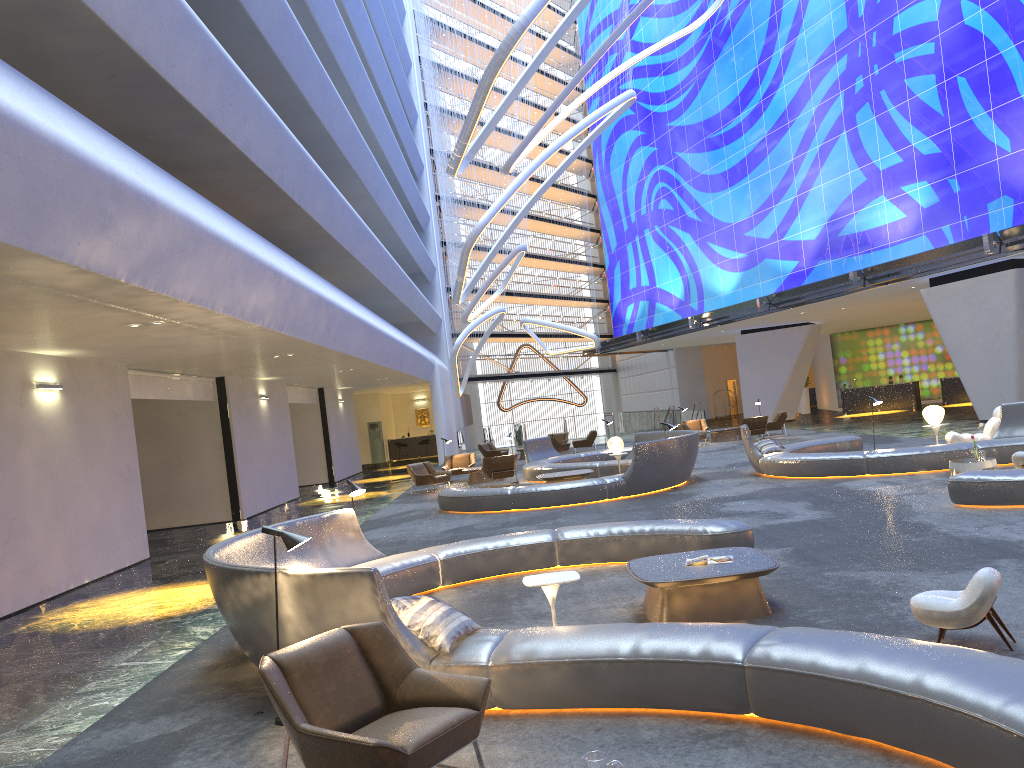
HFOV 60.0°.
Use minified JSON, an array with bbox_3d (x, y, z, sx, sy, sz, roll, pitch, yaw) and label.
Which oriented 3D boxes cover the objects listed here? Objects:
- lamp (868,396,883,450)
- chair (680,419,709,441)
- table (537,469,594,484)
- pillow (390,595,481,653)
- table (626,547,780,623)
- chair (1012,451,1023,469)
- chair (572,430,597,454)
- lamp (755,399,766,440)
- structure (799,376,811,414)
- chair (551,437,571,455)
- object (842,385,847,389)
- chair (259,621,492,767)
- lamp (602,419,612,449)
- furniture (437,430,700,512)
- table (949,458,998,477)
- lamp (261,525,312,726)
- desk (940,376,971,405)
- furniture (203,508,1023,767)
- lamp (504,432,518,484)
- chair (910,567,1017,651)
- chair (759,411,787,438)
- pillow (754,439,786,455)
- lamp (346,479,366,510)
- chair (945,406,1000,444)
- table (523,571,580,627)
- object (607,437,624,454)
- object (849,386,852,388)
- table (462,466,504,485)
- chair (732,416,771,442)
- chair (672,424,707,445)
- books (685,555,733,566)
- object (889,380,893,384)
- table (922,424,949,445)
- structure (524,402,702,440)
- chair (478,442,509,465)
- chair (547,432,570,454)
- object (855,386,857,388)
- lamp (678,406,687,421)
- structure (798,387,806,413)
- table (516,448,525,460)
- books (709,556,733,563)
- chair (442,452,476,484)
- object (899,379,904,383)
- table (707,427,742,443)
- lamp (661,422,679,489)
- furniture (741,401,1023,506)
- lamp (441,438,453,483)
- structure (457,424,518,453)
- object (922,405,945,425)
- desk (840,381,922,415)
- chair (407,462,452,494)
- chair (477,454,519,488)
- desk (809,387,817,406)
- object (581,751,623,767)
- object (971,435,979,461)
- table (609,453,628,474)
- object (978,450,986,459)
[{"bbox_3d":[7.257,0.883,17.623,0.201,1.300,0.384,-7,0,-24],"label":"lamp"},{"bbox_3d":[6.360,1.642,30.889,0.930,0.767,0.938,-7,-1,6],"label":"chair"},{"bbox_3d":[1.137,2.080,18.682,1.203,0.392,1.203,-7,-1,1],"label":"table"},{"bbox_3d":[-0.564,1.550,5.865,0.691,0.262,0.879,-6,-2,-38],"label":"pillow"},{"bbox_3d":[1.600,1.702,7.460,1.203,0.392,1.203,-7,-1,1],"label":"table"},{"bbox_3d":[7.565,1.098,12.362,1.781,0.501,0.586,-6,-1,-36],"label":"chair"},{"bbox_3d":[2.661,2.116,32.346,0.939,0.767,0.929,-7,-1,2],"label":"chair"},{"bbox_3d":[7.836,1.114,27.973,0.202,1.300,0.383,-7,0,17],"label":"lamp"},{"bbox_3d":[14.255,0.438,43.280,1.021,2.051,0.773,-7,0,-21],"label":"structure"},{"bbox_3d":[1.431,2.216,30.822,0.937,0.767,0.931,-6,-1,-38],"label":"chair"},{"bbox_3d":[14.279,0.134,38.029,0.149,0.150,0.149,-7,-1,35],"label":"object"},{"bbox_3d":[-0.702,1.704,4.512,0.940,0.767,0.928,-7,-1,33],"label":"chair"},{"bbox_3d":[2.751,1.630,25.264,0.384,1.300,0.201,-7,0,18],"label":"lamp"},{"bbox_3d":[1.994,1.722,20.656,5.191,0.969,9.919,-7,-2,17],"label":"furniture"},{"bbox_3d":[6.432,1.281,12.485,0.672,0.406,0.672,-6,-1,-38],"label":"table"},{"bbox_3d":[-1.432,1.555,5.767,0.384,1.300,0.202,-7,0,0],"label":"lamp"},{"bbox_3d":[19.152,0.133,36.027,2.983,1.097,0.812,-8,-1,37],"label":"desk"},{"bbox_3d":[0.130,1.504,5.630,5.184,0.969,9.932,-7,-2,-3],"label":"furniture"},{"bbox_3d":[-0.003,1.869,22.392,0.202,1.300,0.383,-7,0,17],"label":"lamp"},{"bbox_3d":[2.911,1.451,5.759,0.587,0.501,0.490,-7,-1,35],"label":"chair"},{"bbox_3d":[8.550,1.335,29.122,0.939,0.767,0.929,-7,-1,9],"label":"chair"},{"bbox_3d":[5.060,1.232,17.582,0.693,0.262,0.877,-7,-2,9],"label":"pillow"},{"bbox_3d":[-1.696,1.703,9.816,0.201,1.300,0.385,-7,0,-40],"label":"lamp"},{"bbox_3d":[8.676,0.894,16.398,1.158,0.882,0.728,-7,-1,19],"label":"chair"},{"bbox_3d":[0.318,1.709,6.480,0.418,0.595,0.428,-7,0,-4],"label":"table"},{"bbox_3d":[2.300,1.365,19.683,0.367,0.387,0.318,-7,0,7],"label":"object"},{"bbox_3d":[14.482,0.126,37.887,0.108,0.108,0.111,-7,-1,35],"label":"object"},{"bbox_3d":[-0.729,2.453,24.018,1.203,0.392,1.203,-7,-1,0],"label":"table"},{"bbox_3d":[7.526,1.415,27.749,0.928,0.767,0.940,-6,-1,-16],"label":"chair"},{"bbox_3d":[5.699,1.648,28.442,0.940,0.767,0.928,-7,-1,33],"label":"chair"},{"bbox_3d":[1.666,1.480,7.496,0.395,0.039,0.301,-7,-2,14],"label":"books"},{"bbox_3d":[15.773,-0.072,36.893,0.150,0.145,0.150,-7,-1,34],"label":"object"},{"bbox_3d":[8.258,1.092,17.229,0.417,0.595,0.428,-6,0,-26],"label":"table"},{"bbox_3d":[5.616,5.895,54.885,9.304,8.399,19.738,-7,-1,0],"label":"structure"},{"bbox_3d":[-0.666,2.501,32.230,0.940,0.767,0.928,-7,-1,25],"label":"chair"},{"bbox_3d":[1.691,2.270,33.760,0.931,0.767,0.937,-7,-1,27],"label":"chair"},{"bbox_3d":[14.646,0.123,37.772,0.072,0.070,0.073,-7,-1,35],"label":"object"},{"bbox_3d":[5.992,1.416,30.945,0.384,1.300,0.201,-7,0,18],"label":"lamp"},{"bbox_3d":[14.744,0.441,45.361,0.771,2.051,1.024,-7,0,-29],"label":"structure"},{"bbox_3d":[0.803,2.520,32.517,1.204,0.392,1.202,-7,-2,18],"label":"table"},{"bbox_3d":[1.759,1.474,7.455,0.133,0.012,0.189,-6,-2,-10],"label":"books"},{"bbox_3d":[-1.479,2.396,25.308,0.930,0.767,0.938,-7,-1,6],"label":"chair"},{"bbox_3d":[16.116,-0.118,36.675,0.150,0.145,0.150,-7,-1,34],"label":"object"},{"bbox_3d":[7.110,1.698,29.598,1.203,0.392,1.203,-7,-1,1],"label":"table"},{"bbox_3d":[3.049,1.357,17.020,0.384,1.300,0.201,-7,0,18],"label":"lamp"},{"bbox_3d":[7.526,0.910,14.946,5.182,0.969,9.935,-6,-2,-8],"label":"furniture"},{"bbox_3d":[-1.848,2.170,25.365,0.384,1.300,0.201,-7,0,18],"label":"lamp"},{"bbox_3d":[-0.779,6.597,54.476,3.016,8.239,19.834,-7,-1,0],"label":"structure"},{"bbox_3d":[8.176,0.606,17.182,0.366,0.387,0.318,-6,-1,-18],"label":"object"},{"bbox_3d":[15.554,0.594,37.429,2.983,1.097,0.812,-8,-1,39],"label":"desk"},{"bbox_3d":[-2.140,2.403,22.861,0.940,0.767,0.928,-7,-1,33],"label":"chair"},{"bbox_3d":[-0.313,2.169,22.168,0.928,0.767,0.940,-6,-1,-16],"label":"chair"},{"bbox_3d":[17.849,0.784,53.277,2.983,1.097,0.812,-8,-1,39],"label":"desk"},{"bbox_3d":[0.312,1.389,3.021,0.130,0.252,0.103,-7,0,-17],"label":"object"},{"bbox_3d":[6.474,0.891,12.374,0.066,0.356,0.076,-7,0,-33],"label":"object"},{"bbox_3d":[2.398,1.849,19.715,0.418,0.595,0.428,-7,0,-1],"label":"table"},{"bbox_3d":[6.611,0.997,12.464,0.071,0.118,0.151,-7,-1,10],"label":"object"}]
